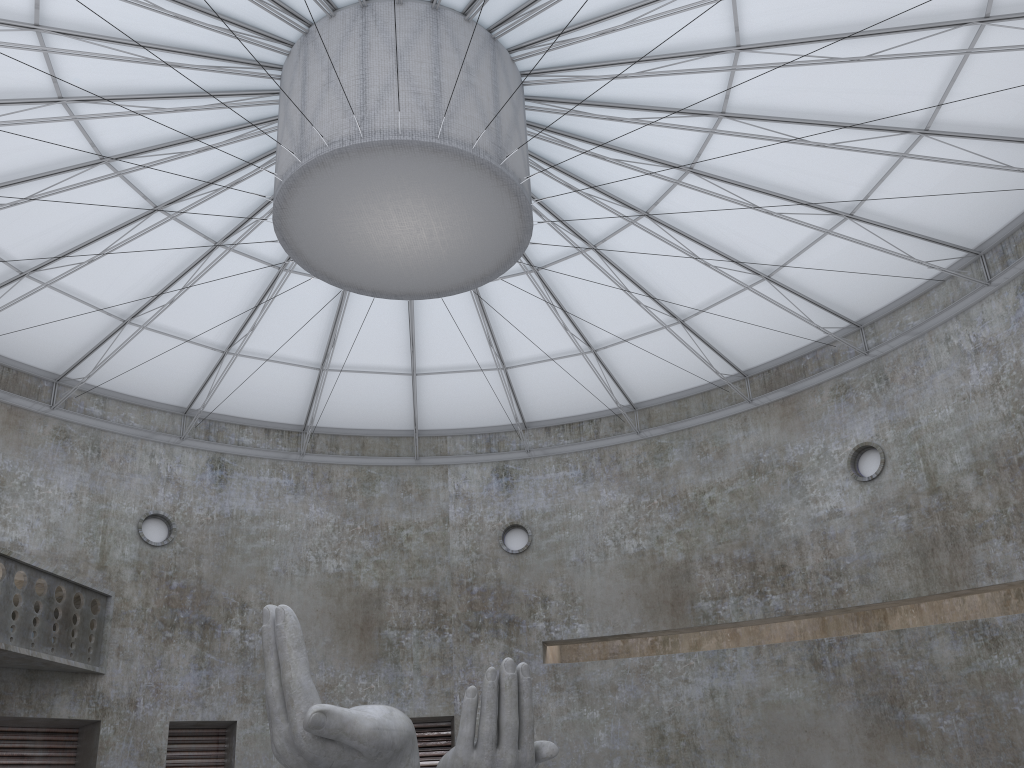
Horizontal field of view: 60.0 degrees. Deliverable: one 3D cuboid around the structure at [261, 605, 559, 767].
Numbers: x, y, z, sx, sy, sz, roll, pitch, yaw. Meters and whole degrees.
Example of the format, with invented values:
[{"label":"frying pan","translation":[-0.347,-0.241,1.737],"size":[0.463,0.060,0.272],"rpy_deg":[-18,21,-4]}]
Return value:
[{"label":"structure","translation":[0.147,7.177,18.129],"size":[10.809,5.602,15.806],"rpy_deg":[13,-30,-31]}]
